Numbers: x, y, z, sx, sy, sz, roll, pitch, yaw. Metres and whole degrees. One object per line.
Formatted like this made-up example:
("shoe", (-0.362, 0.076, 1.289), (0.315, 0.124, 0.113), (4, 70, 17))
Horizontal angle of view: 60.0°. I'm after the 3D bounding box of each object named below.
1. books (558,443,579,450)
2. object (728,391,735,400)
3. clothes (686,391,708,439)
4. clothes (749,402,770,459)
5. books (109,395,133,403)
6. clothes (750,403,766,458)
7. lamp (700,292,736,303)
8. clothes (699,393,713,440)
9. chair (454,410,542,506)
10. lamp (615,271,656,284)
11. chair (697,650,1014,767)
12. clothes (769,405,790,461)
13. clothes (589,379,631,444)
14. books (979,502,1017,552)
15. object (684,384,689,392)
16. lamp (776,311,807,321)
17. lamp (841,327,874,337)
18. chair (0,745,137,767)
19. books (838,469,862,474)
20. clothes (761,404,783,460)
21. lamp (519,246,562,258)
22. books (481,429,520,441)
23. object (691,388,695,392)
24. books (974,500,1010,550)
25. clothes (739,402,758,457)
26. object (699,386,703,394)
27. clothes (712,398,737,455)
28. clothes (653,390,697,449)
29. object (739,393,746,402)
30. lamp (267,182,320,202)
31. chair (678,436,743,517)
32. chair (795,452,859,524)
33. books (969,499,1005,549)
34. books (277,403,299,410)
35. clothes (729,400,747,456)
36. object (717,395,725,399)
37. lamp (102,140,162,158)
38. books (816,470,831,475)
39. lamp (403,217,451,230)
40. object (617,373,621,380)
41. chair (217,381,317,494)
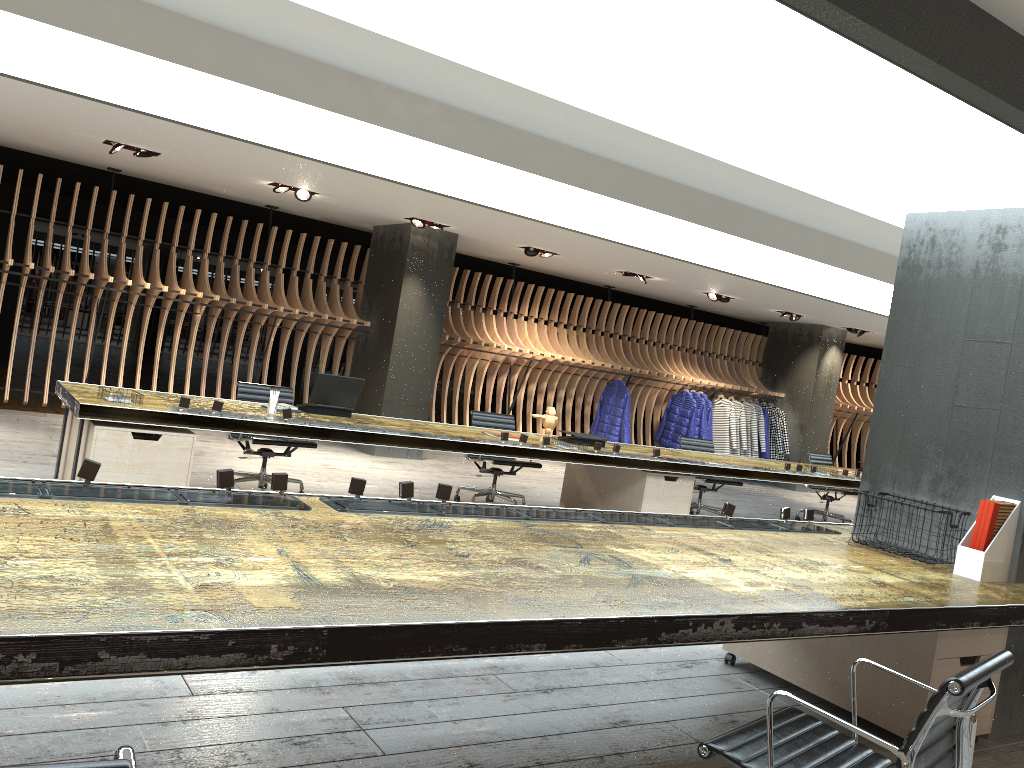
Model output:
("books", (0.454, 0.505, 7.164), (0.109, 0.025, 0.155), (8, 2, -38))
("object", (3.588, 0.278, 14.470), (0.012, 0.313, 0.518), (9, 1, -33))
("clothes", (2.764, 0.734, 13.965), (0.249, 1.246, 0.885), (9, 1, -37))
("clothes", (4.026, 0.919, 14.863), (0.245, 1.238, 0.886), (9, 1, -37))
("books", (-2.386, 0.087, 5.397), (0.109, 0.025, 0.155), (8, 2, -38))
("clothes", (3.937, 0.840, 14.642), (0.128, 1.062, 0.753), (9, 1, -35))
("lamp", (2.986, -1.316, 12.791), (0.492, 0.286, 0.270), (8, 1, -33))
("clothes", (2.869, 0.749, 14.129), (0.245, 1.238, 0.886), (9, 1, -37))
("chair", (-0.105, 0.727, 8.168), (0.692, 0.859, 0.668), (8, 1, -42))
("lamp", (1.668, -1.505, 11.916), (0.492, 0.294, 0.270), (8, 1, -33))
("chair", (0.865, 1.057, 2.322), (0.668, 0.859, 0.692), (10, 1, 33))
("clothes", (4.388, 0.962, 14.939), (0.191, 1.185, 0.800), (9, 1, -33))
("clothes", (1.454, 0.542, 13.189), (0.245, 1.238, 0.886), (9, 1, -37))
("books", (2.250, 0.730, 4.127), (0.215, 0.368, 0.048), (9, 1, -33))
("object", (2.724, 0.144, 13.947), (0.012, 0.292, 0.524), (9, 1, -33))
("lamp", (4.302, -1.121, 13.666), (0.492, 0.292, 0.270), (8, 1, -33))
("lamp", (5.649, -0.922, 14.490), (0.492, 0.292, 0.270), (9, 1, -27))
("chair", (-0.847, 0.807, 1.176), (0.692, 0.859, 0.668), (9, 1, -37))
("books", (3.852, 0.993, 9.936), (0.365, 0.026, 0.213), (8, 2, -33))
("clothes", (4.237, 0.940, 14.829), (0.191, 1.187, 0.808), (9, 1, -33))
("lamp", (0.351, -1.698, 11.041), (0.492, 0.292, 0.270), (8, 1, -33))
("books", (-0.094, 0.418, 7.245), (0.212, 0.026, 0.366), (9, 2, -23))
("object", (2.859, 0.160, 13.996), (0.012, 0.291, 0.524), (9, 1, -33))
("books", (2.238, 0.727, 4.145), (0.215, 0.368, 0.048), (9, 1, -33))
("clothes", (3.789, 0.818, 14.544), (0.128, 1.062, 0.753), (9, 1, -35))
("object", (2.999, 0.171, 14.108), (0.012, 0.270, 0.526), (9, 1, -33))
("clothes", (3.378, 0.758, 14.271), (0.128, 1.062, 0.753), (9, 1, -35))
("clothes", (2.561, 0.707, 14.019), (0.242, 1.260, 0.881), (9, 1, -37))
("object", (3.805, 0.310, 14.613), (0.012, 0.313, 0.518), (9, 1, -33))
("lamp", (-2.283, -2.085, 9.291), (0.492, 0.288, 0.270), (8, 1, -33))
("chair", (2.098, 1.050, 9.592), (0.692, 0.859, 0.668), (9, 1, -37))
("chair", (3.918, 1.316, 10.813), (0.668, 0.859, 0.692), (10, 1, 43))
("books", (2.226, 0.725, 4.163), (0.215, 0.368, 0.048), (9, 1, -33))
("books", (-1.669, 0.164, 6.530), (0.186, 0.027, 0.112), (11, 2, 42))
("clothes", (3.573, 0.787, 14.400), (0.128, 1.062, 0.753), (9, 1, -35))
("object", (3.393, 0.250, 14.340), (0.012, 0.313, 0.518), (9, 1, -33))
("lamp", (-3.601, -2.278, 8.416), (0.492, 0.288, 0.270), (8, 1, -33))
("books", (3.114, 0.894, 8.928), (0.109, 0.025, 0.155), (8, 2, -38))
("lamp", (-0.967, -1.889, 10.166), (0.492, 0.296, 0.270), (8, 1, -33))
("object", (1.585, -0.035, 13.169), (0.012, 0.270, 0.526), (9, 1, -33))
("chair", (-1.907, 0.463, 6.999), (0.668, 0.859, 0.692), (10, 1, 43))
